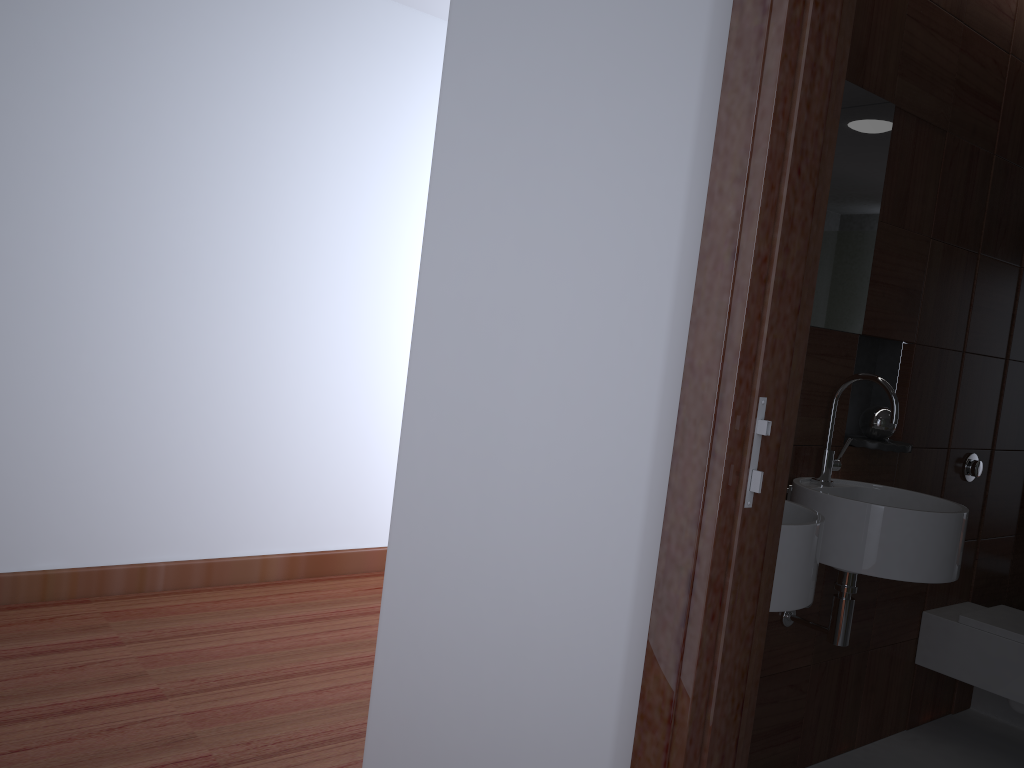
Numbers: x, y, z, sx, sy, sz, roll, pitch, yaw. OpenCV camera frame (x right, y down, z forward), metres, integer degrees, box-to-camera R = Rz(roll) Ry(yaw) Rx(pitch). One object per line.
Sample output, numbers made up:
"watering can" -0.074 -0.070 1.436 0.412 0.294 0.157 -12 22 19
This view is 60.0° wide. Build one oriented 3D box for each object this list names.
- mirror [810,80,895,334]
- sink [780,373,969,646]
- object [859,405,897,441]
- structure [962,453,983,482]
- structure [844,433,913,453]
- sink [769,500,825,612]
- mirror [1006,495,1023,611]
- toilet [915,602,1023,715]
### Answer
"mirror" 0.890 -0.463 2.362 0.316 0.635 0.010 4 5 -39
"sink" 0.919 0.335 2.248 0.415 0.715 0.417 4 5 -39
"object" 0.581 0.079 2.192 1.350 0.104 0.104 4 5 -39
"structure" 1.555 0.283 2.982 0.098 0.098 0.034 4 5 -39
"structure" 1.052 0.171 2.596 0.222 0.023 0.220 10 5 41
"sink" 0.427 0.300 1.852 0.415 0.715 0.417 4 5 -39
"mirror" 2.393 0.068 2.702 0.019 2.183 1.433 4 5 -39
"toilet" 1.632 0.906 2.816 0.329 0.284 0.547 4 5 -39
